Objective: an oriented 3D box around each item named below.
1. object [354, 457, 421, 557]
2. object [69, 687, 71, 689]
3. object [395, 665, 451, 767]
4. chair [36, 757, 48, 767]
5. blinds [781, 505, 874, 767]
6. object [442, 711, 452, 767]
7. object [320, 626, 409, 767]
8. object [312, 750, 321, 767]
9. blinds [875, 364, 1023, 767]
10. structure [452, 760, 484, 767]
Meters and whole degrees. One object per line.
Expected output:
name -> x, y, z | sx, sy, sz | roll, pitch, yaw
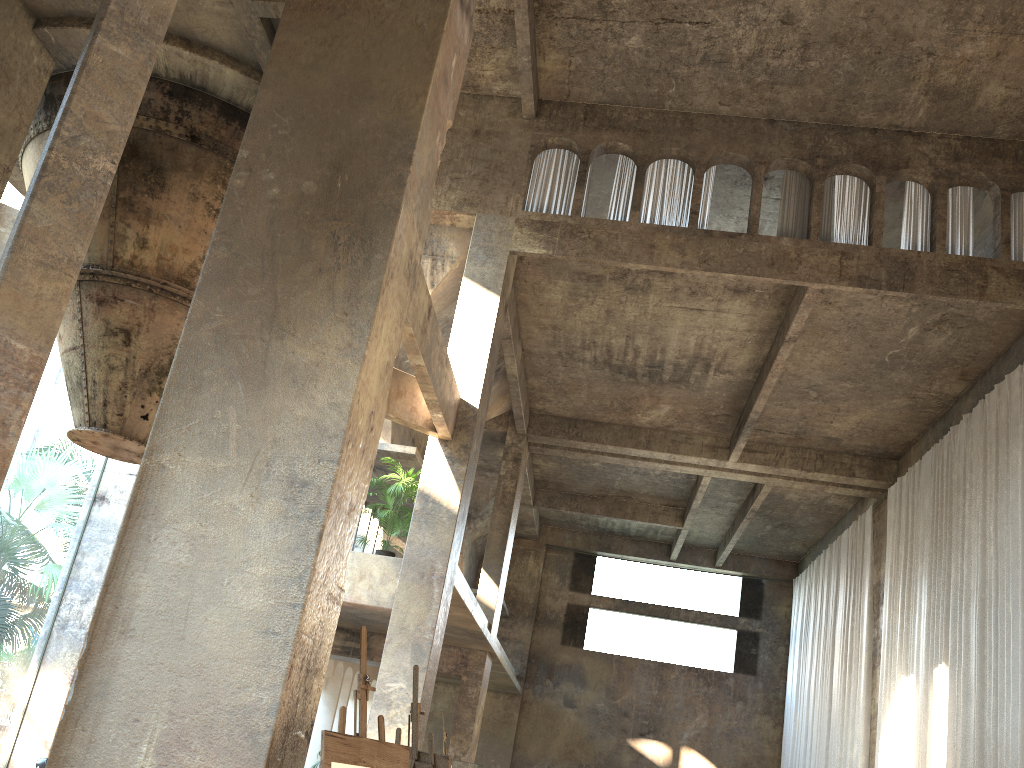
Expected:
object -> -1.698, 1.934, 13.273 | 1.397, 1.737, 1.417 | 6, -21, 13
object -> -5.316, 4.100, 11.225 | 0.688, 0.902, 0.895 | 11, -21, -1
object -> -0.746, 3.080, 6.171 | 0.705, 2.061, 0.709 | -4, -23, 38
chair -> -4.249, 4.153, 8.560 | 0.820, 0.857, 0.761 | 10, -20, 2
blinds -> 7.778, 8.273, 22.389 | 0.274, 8.298, 8.173 | 8, -21, 7
object -> -0.840, 5.234, 11.048 | 0.683, 2.061, 0.731 | 8, -18, 7
object -> -0.776, 2.271, 4.365 | 0.685, 2.061, 0.729 | -1, -22, 32
object -> -3.995, 9.158, 20.819 | 1.397, 1.740, 1.417 | 6, -21, 13
blinds -> 7.162, 4.498, 14.155 | 0.274, 8.298, 8.176 | 8, -21, 9
structure -> -0.843, 5.865, 11.818 | 0.593, 1.485, 0.775 | 8, -19, 8
